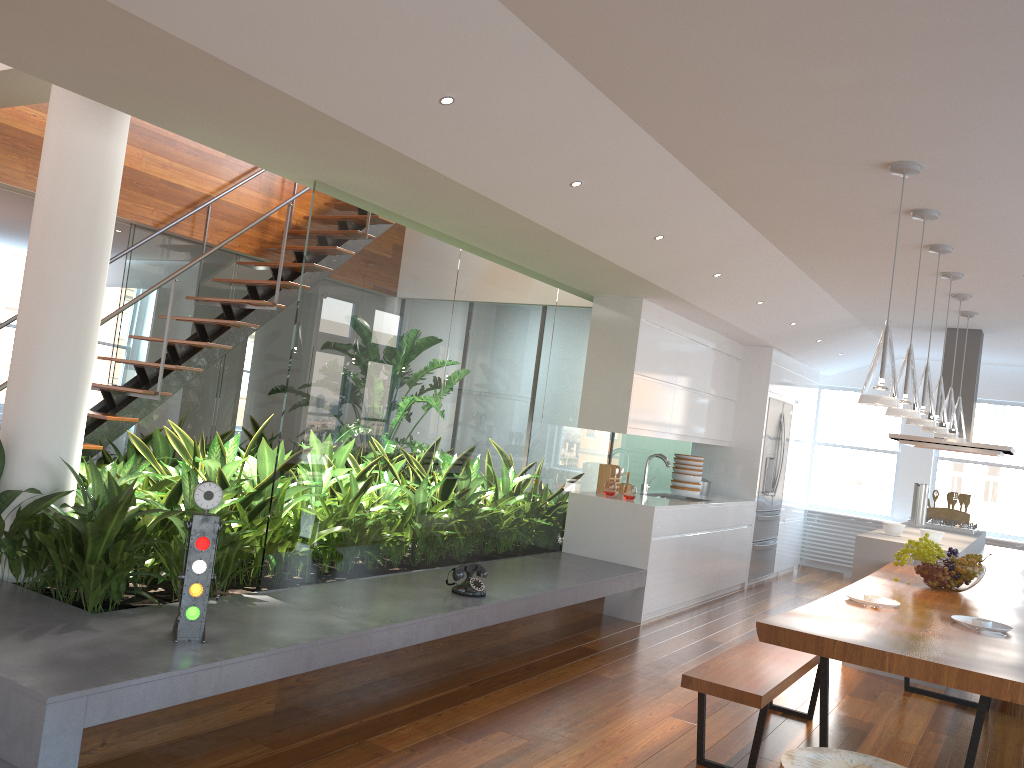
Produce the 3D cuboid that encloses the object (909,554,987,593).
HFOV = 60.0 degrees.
[{"bbox_3d":[2.227,0.985,4.554,0.360,0.159,0.360,7,-2,-5],"label":"object"}]

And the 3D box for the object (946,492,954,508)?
[{"bbox_3d":[3.922,1.114,7.961,0.061,0.299,0.040,6,-2,29],"label":"object"}]

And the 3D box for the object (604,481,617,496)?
[{"bbox_3d":[0.733,0.781,6.626,0.094,0.106,0.094,6,-3,37],"label":"object"}]

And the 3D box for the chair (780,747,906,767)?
[{"bbox_3d":[0.985,1.329,2.534,0.460,0.400,0.460,5,-3,41],"label":"chair"}]

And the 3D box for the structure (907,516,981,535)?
[{"bbox_3d":[3.684,1.193,7.561,0.520,0.073,0.650,6,-3,31],"label":"structure"}]

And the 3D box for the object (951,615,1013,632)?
[{"bbox_3d":[1.886,0.968,3.563,0.222,0.020,0.222,6,-2,23],"label":"object"}]

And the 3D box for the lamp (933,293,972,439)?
[{"bbox_3d":[3.035,-0.156,6.085,0.160,1.060,0.160,9,-3,-32],"label":"lamp"}]

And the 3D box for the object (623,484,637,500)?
[{"bbox_3d":[0.864,0.793,6.491,0.094,0.106,0.094,6,-3,37],"label":"object"}]

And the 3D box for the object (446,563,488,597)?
[{"bbox_3d":[-0.232,1.001,4.577,0.216,0.155,0.181,7,-2,-4],"label":"object"}]

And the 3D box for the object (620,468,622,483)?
[{"bbox_3d":[0.865,0.773,7.122,0.019,0.196,0.022,7,-2,20],"label":"object"}]

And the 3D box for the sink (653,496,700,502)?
[{"bbox_3d":[1.351,1.063,7.380,0.449,0.192,0.666,6,-3,31],"label":"sink"}]

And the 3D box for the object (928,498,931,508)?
[{"bbox_3d":[3.786,1.117,8.040,0.199,0.259,0.016,5,-3,42],"label":"object"}]

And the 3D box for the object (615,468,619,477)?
[{"bbox_3d":[0.808,0.755,6.941,0.040,0.192,0.042,8,-2,-8],"label":"object"}]

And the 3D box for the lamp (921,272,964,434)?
[{"bbox_3d":[2.665,-0.227,5.468,0.160,1.060,0.160,9,-3,-32],"label":"lamp"}]

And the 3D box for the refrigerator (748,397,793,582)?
[{"bbox_3d":[2.314,1.024,8.887,0.725,1.772,0.908,6,-3,31],"label":"refrigerator"}]

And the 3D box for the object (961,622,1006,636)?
[{"bbox_3d":[1.844,0.958,3.466,0.158,0.017,0.019,6,-2,26],"label":"object"}]

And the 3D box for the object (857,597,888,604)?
[{"bbox_3d":[1.552,0.939,3.823,0.124,0.011,0.124,9,-3,-37],"label":"object"}]

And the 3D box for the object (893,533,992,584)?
[{"bbox_3d":[2.221,0.922,4.582,0.394,0.284,0.292,7,-2,-5],"label":"object"}]

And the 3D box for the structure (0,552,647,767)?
[{"bbox_3d":[-1.490,1.132,5.111,3.088,0.386,5.584,6,-3,31],"label":"structure"}]

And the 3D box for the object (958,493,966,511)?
[{"bbox_3d":[3.996,1.122,7.895,0.068,0.298,0.039,6,-3,31],"label":"object"}]

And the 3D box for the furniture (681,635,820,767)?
[{"bbox_3d":[1.143,1.414,3.998,0.316,0.389,1.433,6,-3,31],"label":"furniture"}]

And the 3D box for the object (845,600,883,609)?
[{"bbox_3d":[1.489,0.931,3.743,0.164,0.006,0.017,6,-3,36],"label":"object"}]

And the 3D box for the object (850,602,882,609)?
[{"bbox_3d":[1.471,0.923,3.715,0.149,0.014,0.044,6,-2,30],"label":"object"}]

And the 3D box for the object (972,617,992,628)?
[{"bbox_3d":[1.887,0.962,3.563,0.070,0.030,0.079,8,-2,-15],"label":"object"}]

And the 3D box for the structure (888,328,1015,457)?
[{"bbox_3d":[3.841,-0.129,7.586,0.909,1.405,0.900,6,-3,31],"label":"structure"}]

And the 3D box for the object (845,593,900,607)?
[{"bbox_3d":[1.552,0.935,3.823,0.222,0.020,0.222,8,-2,-18],"label":"object"}]

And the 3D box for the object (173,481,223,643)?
[{"bbox_3d":[-1.099,0.632,3.128,0.134,0.565,0.318,8,-2,-22],"label":"object"}]

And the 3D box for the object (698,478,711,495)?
[{"bbox_3d":[1.728,0.934,8.304,0.284,0.196,0.265,8,-2,-17],"label":"object"}]

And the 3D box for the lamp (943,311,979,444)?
[{"bbox_3d":[3.405,-0.086,6.703,0.160,1.060,0.160,9,-3,-32],"label":"lamp"}]

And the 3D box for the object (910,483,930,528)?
[{"bbox_3d":[3.346,0.994,7.250,0.172,0.356,0.120,8,-2,-11],"label":"object"}]

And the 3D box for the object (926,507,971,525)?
[{"bbox_3d":[3.906,1.191,7.950,0.353,0.157,0.084,6,-3,31],"label":"object"}]

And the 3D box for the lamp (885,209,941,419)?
[{"bbox_3d":[1.925,-0.368,4.234,0.160,1.060,0.160,9,-3,-32],"label":"lamp"}]

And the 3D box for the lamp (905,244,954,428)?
[{"bbox_3d":[2.295,-0.298,4.851,0.160,1.060,0.160,9,-3,-32],"label":"lamp"}]

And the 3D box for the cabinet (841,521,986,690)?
[{"bbox_3d":[3.155,1.550,6.760,0.597,0.832,2.936,6,-3,31],"label":"cabinet"}]

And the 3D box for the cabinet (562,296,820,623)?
[{"bbox_3d":[1.915,0.733,8.289,0.676,2.280,4.565,6,-3,31],"label":"cabinet"}]

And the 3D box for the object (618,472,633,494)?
[{"bbox_3d":[0.894,0.792,7.136,0.100,0.170,0.173,6,-3,33],"label":"object"}]

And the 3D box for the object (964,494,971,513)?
[{"bbox_3d":[4.037,1.127,7.891,0.057,0.294,0.030,6,-3,31],"label":"object"}]

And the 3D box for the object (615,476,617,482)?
[{"bbox_3d":[0.809,0.759,6.968,0.019,0.196,0.022,6,-3,32],"label":"object"}]

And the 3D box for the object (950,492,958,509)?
[{"bbox_3d":[3.941,1.115,7.926,0.057,0.299,0.019,6,-3,31],"label":"object"}]

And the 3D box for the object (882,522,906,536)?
[{"bbox_3d":[2.596,0.991,6.040,0.152,0.082,0.152,8,-2,-19],"label":"object"}]

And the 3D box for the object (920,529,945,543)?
[{"bbox_3d":[2.745,1.001,5.804,0.152,0.082,0.152,8,-2,-8],"label":"object"}]

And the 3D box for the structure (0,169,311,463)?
[{"bbox_3d":[-1.066,-0.889,5.864,2.552,4.265,4.591,6,-3,31],"label":"structure"}]

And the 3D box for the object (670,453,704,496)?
[{"bbox_3d":[1.569,0.818,7.960,0.266,0.356,0.267,9,-3,-33],"label":"object"}]

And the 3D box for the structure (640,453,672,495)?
[{"bbox_3d":[1.225,0.853,7.513,0.248,0.536,0.115,6,-3,31],"label":"structure"}]

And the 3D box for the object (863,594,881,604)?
[{"bbox_3d":[1.553,0.929,3.823,0.070,0.030,0.079,8,-2,-5],"label":"object"}]

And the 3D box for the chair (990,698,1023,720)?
[{"bbox_3d":[2.970,1.658,5.072,0.396,0.455,0.402,6,-2,21],"label":"chair"}]

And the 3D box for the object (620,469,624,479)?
[{"bbox_3d":[0.871,0.770,7.096,0.040,0.192,0.042,8,-2,-21],"label":"object"}]

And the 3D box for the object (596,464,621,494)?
[{"bbox_3d":[0.759,0.741,6.933,0.104,0.222,0.200,6,-3,31],"label":"object"}]

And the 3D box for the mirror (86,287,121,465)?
[{"bbox_3d":[-3.992,0.075,8.533,1.267,2.044,0.049,6,-3,31],"label":"mirror"}]

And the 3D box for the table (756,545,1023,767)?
[{"bbox_3d":[2.716,1.506,5.392,0.893,0.704,5.996,6,-3,31],"label":"table"}]

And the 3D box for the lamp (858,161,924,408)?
[{"bbox_3d":[1.555,-0.439,3.617,0.160,1.060,0.160,9,-3,-32],"label":"lamp"}]

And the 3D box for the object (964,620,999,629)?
[{"bbox_3d":[1.886,0.972,3.563,0.124,0.011,0.124,7,-2,14],"label":"object"}]

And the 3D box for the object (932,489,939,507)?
[{"bbox_3d":[3.821,1.103,8.023,0.055,0.299,0.027,6,-3,31],"label":"object"}]
